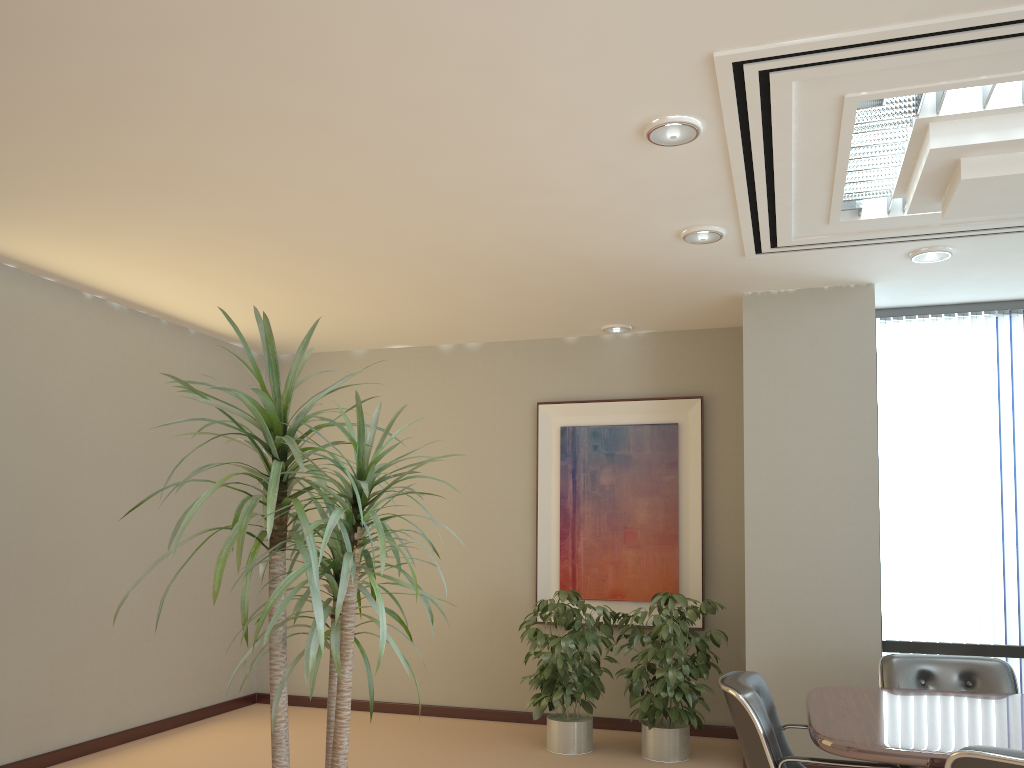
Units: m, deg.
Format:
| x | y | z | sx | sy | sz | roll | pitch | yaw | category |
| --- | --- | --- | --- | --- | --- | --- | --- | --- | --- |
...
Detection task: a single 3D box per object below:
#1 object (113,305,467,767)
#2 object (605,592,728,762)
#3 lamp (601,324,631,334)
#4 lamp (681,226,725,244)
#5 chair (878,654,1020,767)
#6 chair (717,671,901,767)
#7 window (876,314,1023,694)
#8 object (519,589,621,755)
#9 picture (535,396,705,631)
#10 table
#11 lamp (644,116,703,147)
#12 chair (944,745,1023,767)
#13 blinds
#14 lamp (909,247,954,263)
| x | y | z | sx | sy | sz | roll | pitch | yaw | category |
| --- | --- | --- | --- | --- | --- | --- | --- | --- | --- |
| -0.545 | 0.740 | 2.309 | 0.817 | 1.817 | 0.812 | 1 | -5 | -7 | object |
| 1.041 | 1.952 | 5.956 | 0.802 | 1.084 | 0.740 | 6 | -8 | -41 | object |
| 0.791 | -0.411 | 6.684 | 0.225 | 0.035 | 0.227 | -5 | -11 | 28 | lamp |
| 0.997 | -0.771 | 4.603 | 0.226 | 0.035 | 0.227 | -6 | -12 | 34 | lamp |
| 2.179 | 1.782 | 4.246 | 0.759 | 0.851 | 0.861 | -1 | -7 | 12 | chair |
| 1.287 | 1.670 | 3.648 | 0.853 | 0.851 | 0.766 | -2 | -7 | 17 | chair |
| 5.784 | 0.617 | 3.650 | 3.540 | 2.883 | 7.441 | 4 | -10 | -27 | window |
| 0.417 | 1.969 | 6.085 | 0.736 | 1.084 | 0.806 | 1 | -6 | -1 | object |
| 0.814 | 0.985 | 6.762 | 1.296 | 1.732 | 0.058 | -1 | -4 | 18 | picture |
| 3.178 | 1.642 | 3.081 | 4.071 | 0.743 | 1.524 | -3 | -9 | 17 | table |
| 0.627 | -0.977 | 3.433 | 0.225 | 0.035 | 0.227 | -3 | -10 | 21 | lamp |
| 1.672 | 1.516 | 2.743 | 0.754 | 0.851 | 0.865 | -2 | -7 | 21 | chair |
| 4.887 | 0.893 | 5.327 | 4.897 | 2.885 | 0.032 | -2 | -4 | 18 | blinds |
| 2.324 | -0.710 | 4.887 | 0.226 | 0.035 | 0.227 | -6 | -12 | 34 | lamp |
